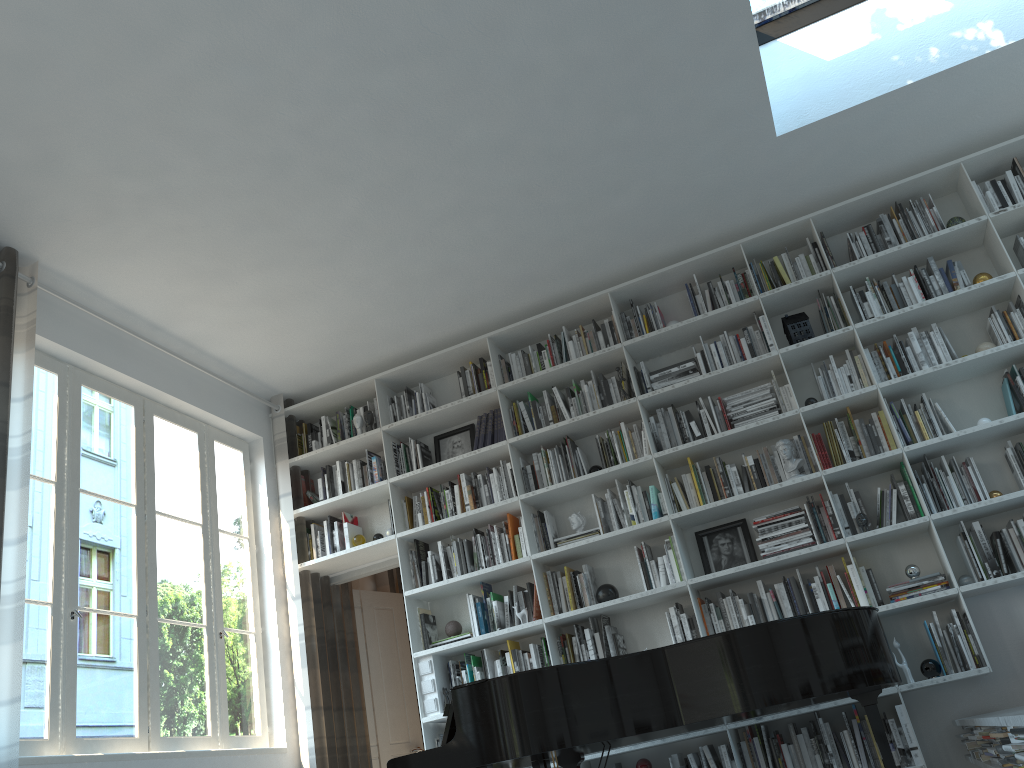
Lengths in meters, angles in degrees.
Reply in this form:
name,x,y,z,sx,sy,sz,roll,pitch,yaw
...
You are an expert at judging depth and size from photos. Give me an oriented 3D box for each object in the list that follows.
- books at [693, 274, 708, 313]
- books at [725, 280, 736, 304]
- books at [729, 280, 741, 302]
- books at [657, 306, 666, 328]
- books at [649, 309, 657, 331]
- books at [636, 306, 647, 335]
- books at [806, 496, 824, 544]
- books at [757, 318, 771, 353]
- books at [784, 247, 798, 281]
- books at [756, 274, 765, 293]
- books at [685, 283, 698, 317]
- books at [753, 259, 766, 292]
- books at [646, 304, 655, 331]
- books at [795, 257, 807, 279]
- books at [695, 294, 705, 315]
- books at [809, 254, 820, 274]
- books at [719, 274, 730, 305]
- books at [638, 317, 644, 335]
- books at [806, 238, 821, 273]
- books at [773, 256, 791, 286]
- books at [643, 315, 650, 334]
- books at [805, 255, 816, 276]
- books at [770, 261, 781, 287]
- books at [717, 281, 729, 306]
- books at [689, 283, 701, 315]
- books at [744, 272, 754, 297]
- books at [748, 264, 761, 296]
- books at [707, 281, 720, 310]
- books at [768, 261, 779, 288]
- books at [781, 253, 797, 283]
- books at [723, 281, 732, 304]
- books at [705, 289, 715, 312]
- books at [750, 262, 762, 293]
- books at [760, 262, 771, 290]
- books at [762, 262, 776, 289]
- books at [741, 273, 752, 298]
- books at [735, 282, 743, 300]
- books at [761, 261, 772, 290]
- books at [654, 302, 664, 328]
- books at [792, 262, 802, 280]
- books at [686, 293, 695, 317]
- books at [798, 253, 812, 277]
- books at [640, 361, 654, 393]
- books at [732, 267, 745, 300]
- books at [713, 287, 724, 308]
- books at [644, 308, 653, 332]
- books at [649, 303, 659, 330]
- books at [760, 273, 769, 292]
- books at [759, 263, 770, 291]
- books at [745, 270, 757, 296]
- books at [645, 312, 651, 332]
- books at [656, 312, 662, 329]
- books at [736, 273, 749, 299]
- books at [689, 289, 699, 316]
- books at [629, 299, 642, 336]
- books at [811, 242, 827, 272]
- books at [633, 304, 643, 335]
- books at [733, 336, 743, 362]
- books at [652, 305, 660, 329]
name,x,y,z,sx,sy,sz,roll,pitch,yaw
books,1.183,-0.498,5.464,0.010,0.330,0.187,-19,-26,16
books,1.347,-0.500,5.379,0.023,0.201,0.194,-19,-26,16
books,1.383,-0.507,5.417,0.026,0.232,0.137,-19,-26,16
books,0.956,-0.359,5.544,0.004,0.234,0.138,-19,-26,16
books,0.907,-0.343,5.536,0.016,0.218,0.144,-19,-26,16
books,0.836,-0.344,5.557,0.011,0.263,0.164,-19,-26,16
books,1.659,0.766,4.826,0.011,0.297,0.130,-19,-25,16
books,1.512,-0.235,5.256,0.010,0.298,0.134,-19,-25,16
books,1.690,-0.658,5.307,0.010,0.296,0.168,-19,-26,16
books,1.523,-0.545,5.363,0.016,0.203,0.144,-19,-26,16
books,1.130,-0.459,5.475,0.014,0.291,0.176,-19,-26,16
books,1.518,-0.596,5.364,0.007,0.296,0.181,-19,-26,16
books,0.891,-0.357,5.553,0.013,0.263,0.147,-19,-26,16
books,1.734,-0.629,5.275,0.024,0.201,0.180,-19,-26,16
books,1.185,-0.429,5.463,0.031,0.207,0.147,-19,-26,16
books,1.810,-0.648,5.260,0.022,0.193,0.182,-19,-26,16
books,1.318,-0.519,5.406,0.010,0.269,0.180,-19,-26,16
books,0.842,-0.306,5.571,0.011,0.204,0.146,-19,-26,16
books,1.820,-0.708,5.298,0.012,0.328,0.129,-19,-25,16
books,1.637,-0.621,5.312,0.054,0.253,0.191,-19,-26,16
books,0.863,-0.315,5.549,0.023,0.194,0.173,-19,-26,16
books,1.791,-0.642,5.274,0.025,0.202,0.163,-19,-26,16
books,1.600,-0.599,5.317,0.015,0.232,0.171,-19,-26,16
books,1.311,-0.493,5.417,0.023,0.235,0.154,-19,-26,16
books,1.153,-0.466,5.477,0.011,0.294,0.158,-19,-26,16
books,1.456,-0.543,5.377,0.014,0.237,0.153,-19,-26,16
books,1.494,-0.575,5.383,0.012,0.284,0.160,-19,-26,16
books,1.260,-0.485,5.452,0.028,0.268,0.140,-19,-26,16
books,1.594,-0.602,5.341,0.008,0.261,0.142,-19,-26,16
books,1.681,-0.636,5.323,0.030,0.273,0.152,-19,-26,16
books,1.336,-0.495,5.401,0.012,0.216,0.180,-19,-26,16
books,1.223,-0.452,5.435,0.050,0.210,0.173,-19,-26,16
books,1.497,-0.581,5.363,0.008,0.277,0.171,-19,-26,16
books,1.547,-0.589,5.345,0.006,0.258,0.166,-19,-26,16
books,1.572,-0.598,5.339,0.034,0.259,0.158,-19,-26,16
books,1.446,-0.539,5.390,0.014,0.243,0.145,-19,-26,16
books,1.402,-0.502,5.400,0.014,0.203,0.135,-19,-26,16
books,1.555,-0.596,5.357,0.007,0.278,0.150,-19,-26,16
books,0.940,-0.372,5.533,0.011,0.255,0.144,-19,-26,16
books,1.715,-0.612,5.276,0.022,0.179,0.173,-19,-26,16
books,1.129,-0.429,5.484,0.012,0.244,0.151,-19,-26,16
books,1.757,-0.644,5.266,0.031,0.212,0.170,-19,-26,16
books,0.844,0.007,5.413,0.021,0.248,0.192,-19,-26,16
books,1.402,-0.555,5.412,0.012,0.307,0.138,-19,-25,16
books,1.287,-0.471,5.413,0.033,0.202,0.167,-19,-26,16
books,0.883,-0.344,5.559,0.014,0.247,0.140,-19,-26,16
books,0.912,-0.363,5.539,0.005,0.254,0.168,-19,-26,16
books,1.541,-0.551,5.345,0.015,0.192,0.160,-19,-26,16
books,1.537,-0.583,5.329,0.007,0.238,0.192,-19,-26,16
books,1.473,-0.555,5.382,0.022,0.256,0.137,-19,-26,16
books,0.880,-0.329,5.570,0.006,0.232,0.136,-19,-26,16
books,0.940,-0.336,5.527,0.010,0.186,0.153,-19,-26,16
books,1.423,-0.535,5.387,0.028,0.243,0.161,-19,-26,16
books,1.149,-0.446,5.481,0.011,0.265,0.129,-19,-26,16
books,0.806,-0.361,5.599,0.014,0.339,0.145,-19,-25,16
books,1.833,-0.691,5.248,0.029,0.252,0.187,-19,-26,16
books,0.819,-0.347,5.582,0.010,0.295,0.153,-19,-26,16
books,1.367,-0.158,5.284,0.011,0.238,0.140,-19,-26,16
books,0.928,-0.357,5.552,0.013,0.248,0.148,-19,-26,16
